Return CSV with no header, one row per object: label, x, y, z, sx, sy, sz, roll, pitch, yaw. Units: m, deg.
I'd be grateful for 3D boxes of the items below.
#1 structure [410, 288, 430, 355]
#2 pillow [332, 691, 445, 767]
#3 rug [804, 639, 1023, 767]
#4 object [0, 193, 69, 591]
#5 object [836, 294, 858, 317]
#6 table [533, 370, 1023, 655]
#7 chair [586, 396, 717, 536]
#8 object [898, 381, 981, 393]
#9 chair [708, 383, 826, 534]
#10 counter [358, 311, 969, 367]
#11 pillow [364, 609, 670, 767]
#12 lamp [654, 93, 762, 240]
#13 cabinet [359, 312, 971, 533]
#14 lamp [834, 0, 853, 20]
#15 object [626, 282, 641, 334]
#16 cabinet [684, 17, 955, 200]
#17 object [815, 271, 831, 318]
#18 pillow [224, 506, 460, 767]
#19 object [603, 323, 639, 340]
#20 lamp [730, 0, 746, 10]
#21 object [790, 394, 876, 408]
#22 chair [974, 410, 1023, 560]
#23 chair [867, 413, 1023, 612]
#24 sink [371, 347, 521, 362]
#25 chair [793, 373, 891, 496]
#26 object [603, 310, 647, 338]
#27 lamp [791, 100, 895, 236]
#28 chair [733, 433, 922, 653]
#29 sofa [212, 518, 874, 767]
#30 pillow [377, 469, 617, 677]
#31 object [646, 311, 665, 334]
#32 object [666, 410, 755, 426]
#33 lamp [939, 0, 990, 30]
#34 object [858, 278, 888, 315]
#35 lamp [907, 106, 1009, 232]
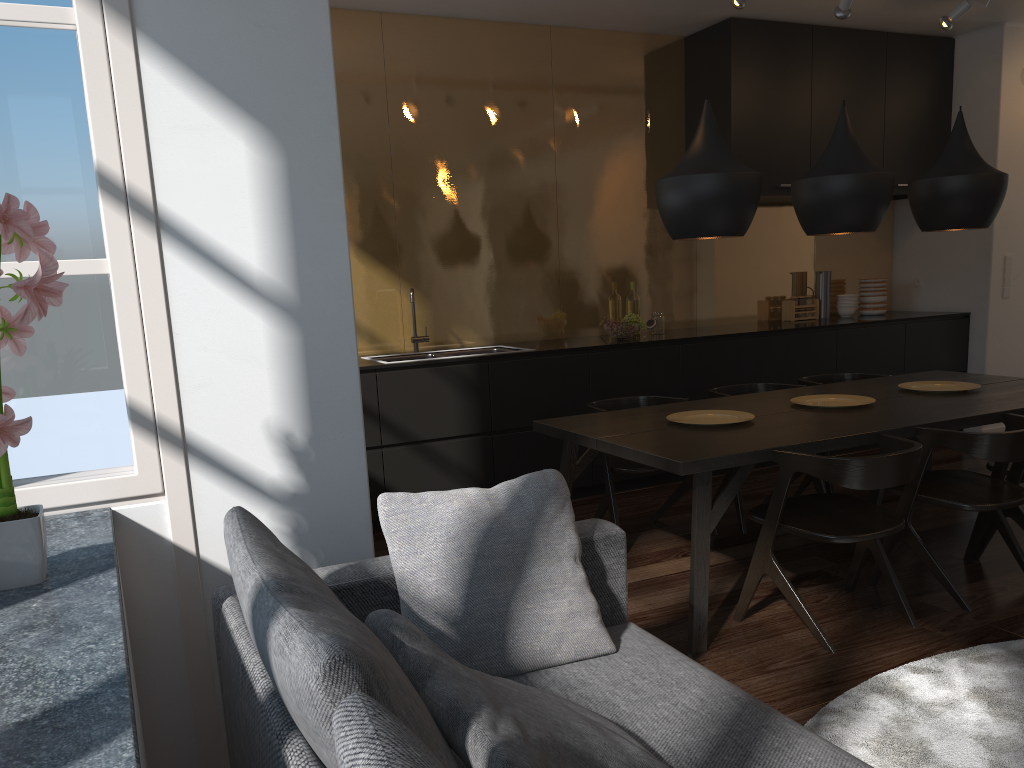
structure,-0.529,-0.358,5.088,0.109,0.390,0.262,-5,10,-9
pillow,0.101,0.583,0.649,0.276,0.481,0.832,-7,9,-24
rug,1.928,1.030,1.623,2.826,0.012,2.815,4,10,45
object,-0.892,0.012,1.513,0.200,0.700,0.295,7,15,43
object,2.472,-0.578,6.525,0.158,0.162,0.152,-2,9,3
table,1.468,0.427,3.958,2.491,0.688,1.097,-6,9,-24
chair,0.644,0.427,4.336,0.590,0.680,0.515,-8,11,-28
object,2.023,0.016,4.192,0.355,0.017,0.352,-6,7,-21
chair,1.298,0.362,4.603,0.591,0.680,0.515,-7,11,-26
counter,0.851,-0.305,5.624,5.042,0.002,0.726,-6,8,-24
pillow,-0.008,0.550,1.471,0.441,0.325,0.490,-11,11,-43
lamp,0.761,-0.844,3.440,0.411,0.548,0.405,-1,10,8
cabinet,0.873,0.141,5.711,5.045,0.912,0.726,-6,10,-24
lamp,1.837,-1.276,5.350,0.089,1.871,1.811,-1,9,9
object,0.797,-0.500,5.820,0.091,0.344,0.091,4,13,32
cabinet,2.143,-1.821,6.080,1.948,1.064,0.526,-6,11,-24
object,2.294,-0.656,6.490,0.164,0.344,0.113,-7,11,-21
pillow,-0.280,0.504,1.468,0.274,0.483,0.829,-7,9,-24
object,0.669,-0.320,5.406,0.218,0.098,0.216,0,8,22
lamp,1.161,-1.921,4.192,0.250,0.243,0.084,3,12,31
object,1.419,0.079,3.917,0.353,0.017,0.354,-10,10,-44
chair,2.335,0.417,3.733,0.591,0.680,0.515,-7,11,-26
chair,1.782,0.475,3.481,0.591,0.680,0.515,-7,10,-24
sink,0.749,-0.311,5.529,3.401,0.247,0.478,-6,8,-26
chair,1.848,0.304,4.853,0.591,0.680,0.515,-7,10,-25
object,0.683,-0.358,5.391,0.238,0.175,0.177,-10,11,-39
lamp,1.392,-0.910,3.727,0.409,0.548,0.407,6,13,41
chair,1.167,0.540,3.196,0.591,0.680,0.515,-7,11,-26
sofa,0.885,0.809,1.116,2.032,0.680,3.042,-6,8,-25
pillow,-0.037,0.442,2.022,0.492,0.420,0.284,-7,11,-25
object,0.932,-0.400,5.724,0.087,0.153,0.175,6,13,42
object,0.816,0.142,3.643,0.355,0.017,0.352,-6,7,-21
lamp,2.450,-2.056,4.780,0.250,0.243,0.084,4,12,35
object,2.687,-0.649,6.590,0.197,0.268,0.196,5,12,39
lamp,2.022,-0.977,4.013,0.410,0.548,0.406,1,10,22
